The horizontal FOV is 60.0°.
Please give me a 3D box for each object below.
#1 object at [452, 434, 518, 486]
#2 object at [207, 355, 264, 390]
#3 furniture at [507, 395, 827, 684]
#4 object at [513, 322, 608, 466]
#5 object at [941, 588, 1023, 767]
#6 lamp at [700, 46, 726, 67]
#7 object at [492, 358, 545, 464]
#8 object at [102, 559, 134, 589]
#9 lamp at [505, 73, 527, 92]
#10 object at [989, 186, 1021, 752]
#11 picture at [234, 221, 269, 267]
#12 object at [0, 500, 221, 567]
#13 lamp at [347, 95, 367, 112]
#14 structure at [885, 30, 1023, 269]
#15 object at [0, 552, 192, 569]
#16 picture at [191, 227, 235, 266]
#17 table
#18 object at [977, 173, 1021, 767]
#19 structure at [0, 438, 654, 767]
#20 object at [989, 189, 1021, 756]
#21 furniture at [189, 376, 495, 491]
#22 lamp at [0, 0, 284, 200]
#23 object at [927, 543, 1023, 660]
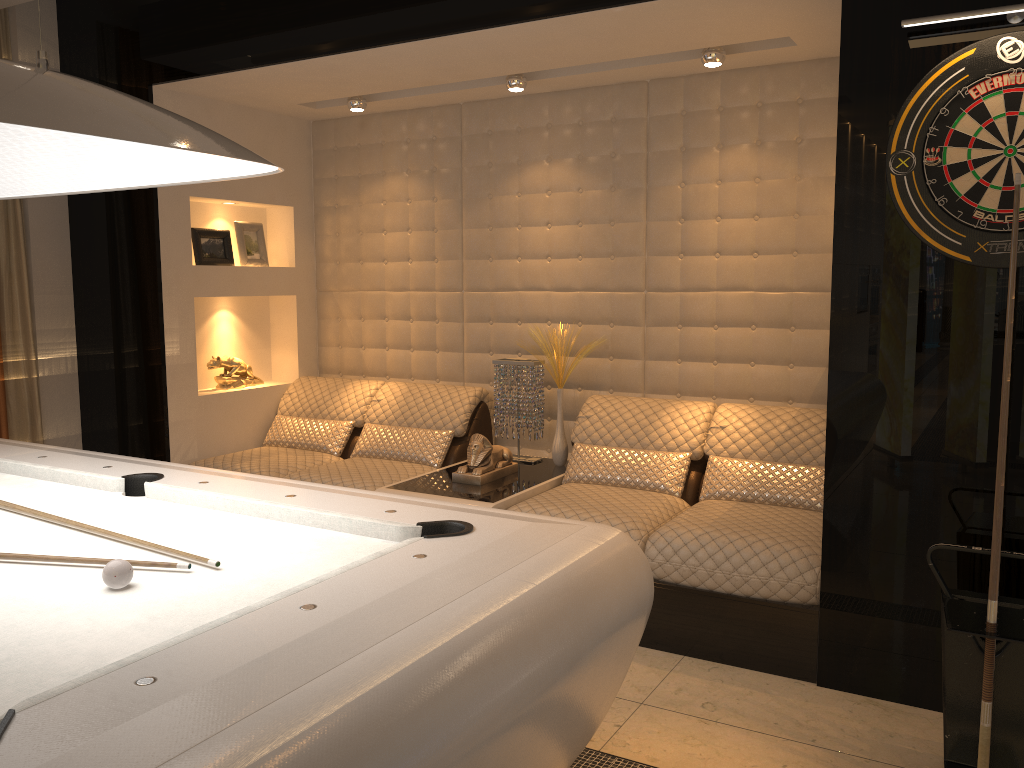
[{"bbox_3d":[-0.123,0.329,4.162,0.155,0.217,0.344,3,7,30],"label":"object"},{"bbox_3d":[-1.578,-0.070,5.081,0.124,0.202,0.409,4,8,33],"label":"object"},{"bbox_3d":[0.743,0.529,3.763,1.312,0.810,1.107,3,7,30],"label":"furniture"},{"bbox_3d":[0.256,0.060,4.346,0.390,0.718,0.388,2,7,21],"label":"object"},{"bbox_3d":[1.236,0.844,2.309,0.261,0.508,0.325,3,7,30],"label":"object"},{"bbox_3d":[0.851,-1.406,3.748,0.107,0.127,0.107,1,7,11],"label":"lamp"},{"bbox_3d":[0.033,0.131,4.542,0.247,0.522,0.124,3,7,30],"label":"object"},{"bbox_3d":[-0.769,0.370,1.730,0.057,0.057,0.057,0,6,-1],"label":"object"},{"bbox_3d":[0.020,-1.457,4.220,0.107,0.127,0.107,1,7,11],"label":"lamp"},{"bbox_3d":[1.220,0.302,2.223,0.027,1.605,0.026,-3,7,-22],"label":"object"},{"bbox_3d":[-1.491,-0.792,5.057,0.094,0.262,0.211,3,7,29],"label":"picture"},{"bbox_3d":[-1.267,0.323,2.287,1.605,0.026,0.028,4,8,34],"label":"object"},{"bbox_3d":[-0.821,-1.508,4.697,0.107,0.127,0.107,1,7,11],"label":"lamp"},{"bbox_3d":[1.439,-0.670,2.560,0.669,0.669,0.048,3,7,30],"label":"structure"},{"bbox_3d":[-1.452,0.362,1.954,1.605,0.026,0.028,1,7,10],"label":"object"},{"bbox_3d":[-1.633,-0.738,4.817,0.090,0.209,0.264,3,7,30],"label":"picture"},{"bbox_3d":[-0.087,0.657,4.250,0.608,0.457,1.143,3,7,30],"label":"table"},{"bbox_3d":[1.173,0.310,2.140,0.027,1.605,0.026,-3,7,-22],"label":"object"},{"bbox_3d":[-1.328,0.722,2.087,2.912,0.812,1.659,3,7,30],"label":"structure"},{"bbox_3d":[1.244,0.297,2.264,0.027,1.605,0.026,-3,7,-22],"label":"object"},{"bbox_3d":[-0.913,0.429,4.703,1.312,0.810,1.107,3,7,30],"label":"furniture"},{"bbox_3d":[-1.328,-0.961,1.912,1.578,0.995,0.939,3,7,30],"label":"lamp"},{"bbox_3d":[1.282,0.588,2.363,0.330,0.297,0.032,3,7,30],"label":"object"}]
